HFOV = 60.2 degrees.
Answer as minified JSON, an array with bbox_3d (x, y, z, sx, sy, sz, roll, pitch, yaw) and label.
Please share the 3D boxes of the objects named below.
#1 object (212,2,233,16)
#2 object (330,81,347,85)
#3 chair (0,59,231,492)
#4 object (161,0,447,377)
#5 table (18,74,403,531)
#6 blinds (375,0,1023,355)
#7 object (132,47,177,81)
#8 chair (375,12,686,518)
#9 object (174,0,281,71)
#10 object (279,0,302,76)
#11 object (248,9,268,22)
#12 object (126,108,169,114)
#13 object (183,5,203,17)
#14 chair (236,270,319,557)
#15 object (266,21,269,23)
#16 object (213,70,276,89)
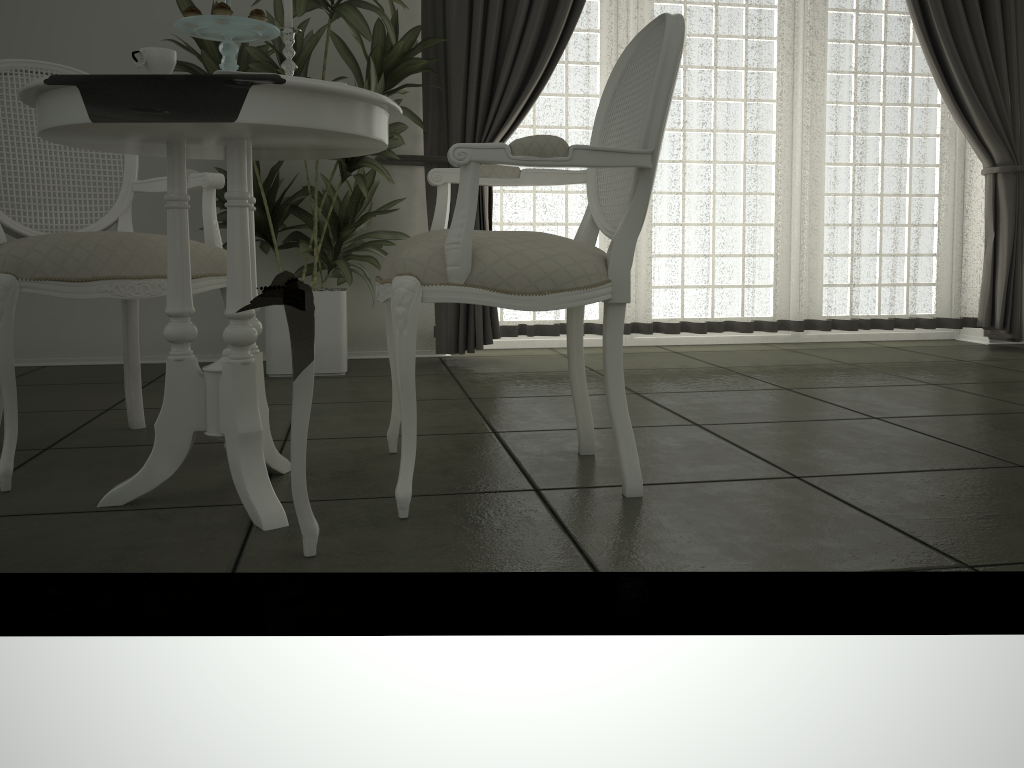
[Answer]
[{"bbox_3d":[-0.578,-0.747,1.766,0.039,0.032,0.039,-6,9,-43],"label":"object"},{"bbox_3d":[-0.384,-0.625,1.918,0.062,0.049,0.078,3,8,23],"label":"object"},{"bbox_3d":[-1.118,-0.353,2.308,0.597,1.057,0.692,-5,7,-44],"label":"chair"},{"bbox_3d":[-0.903,-1.090,3.729,1.162,2.084,1.046,1,5,8],"label":"object"},{"bbox_3d":[-0.598,-0.169,1.850,0.740,0.825,0.746,-1,6,-13],"label":"table"},{"bbox_3d":[1.148,-1.466,4.497,3.660,2.588,0.664,-1,4,-10],"label":"blinds"},{"bbox_3d":[-0.627,-0.564,1.559,0.062,0.049,0.078,0,7,0],"label":"object"},{"bbox_3d":[0.034,-0.312,2.029,0.690,1.057,0.599,-1,5,-9],"label":"chair"},{"bbox_3d":[-0.591,-0.708,1.841,0.211,0.247,0.212,2,6,23],"label":"object"},{"bbox_3d":[-0.513,-0.794,2.029,0.088,0.362,0.088,-2,4,-32],"label":"object"},{"bbox_3d":[-0.522,-0.754,1.813,0.039,0.032,0.040,6,9,41],"label":"object"},{"bbox_3d":[-0.797,-0.603,1.933,0.118,0.015,0.120,-2,9,-10],"label":"object"},{"bbox_3d":[-0.647,-0.750,1.791,0.039,0.032,0.039,6,9,41],"label":"object"},{"bbox_3d":[-0.512,-0.171,1.113,0.595,1.057,0.695,-2,5,-19],"label":"chair"},{"bbox_3d":[-0.534,-0.765,1.885,0.039,0.032,0.040,1,7,11],"label":"object"},{"bbox_3d":[-0.486,-0.555,1.618,0.119,0.015,0.119,-3,9,-19],"label":"object"}]
